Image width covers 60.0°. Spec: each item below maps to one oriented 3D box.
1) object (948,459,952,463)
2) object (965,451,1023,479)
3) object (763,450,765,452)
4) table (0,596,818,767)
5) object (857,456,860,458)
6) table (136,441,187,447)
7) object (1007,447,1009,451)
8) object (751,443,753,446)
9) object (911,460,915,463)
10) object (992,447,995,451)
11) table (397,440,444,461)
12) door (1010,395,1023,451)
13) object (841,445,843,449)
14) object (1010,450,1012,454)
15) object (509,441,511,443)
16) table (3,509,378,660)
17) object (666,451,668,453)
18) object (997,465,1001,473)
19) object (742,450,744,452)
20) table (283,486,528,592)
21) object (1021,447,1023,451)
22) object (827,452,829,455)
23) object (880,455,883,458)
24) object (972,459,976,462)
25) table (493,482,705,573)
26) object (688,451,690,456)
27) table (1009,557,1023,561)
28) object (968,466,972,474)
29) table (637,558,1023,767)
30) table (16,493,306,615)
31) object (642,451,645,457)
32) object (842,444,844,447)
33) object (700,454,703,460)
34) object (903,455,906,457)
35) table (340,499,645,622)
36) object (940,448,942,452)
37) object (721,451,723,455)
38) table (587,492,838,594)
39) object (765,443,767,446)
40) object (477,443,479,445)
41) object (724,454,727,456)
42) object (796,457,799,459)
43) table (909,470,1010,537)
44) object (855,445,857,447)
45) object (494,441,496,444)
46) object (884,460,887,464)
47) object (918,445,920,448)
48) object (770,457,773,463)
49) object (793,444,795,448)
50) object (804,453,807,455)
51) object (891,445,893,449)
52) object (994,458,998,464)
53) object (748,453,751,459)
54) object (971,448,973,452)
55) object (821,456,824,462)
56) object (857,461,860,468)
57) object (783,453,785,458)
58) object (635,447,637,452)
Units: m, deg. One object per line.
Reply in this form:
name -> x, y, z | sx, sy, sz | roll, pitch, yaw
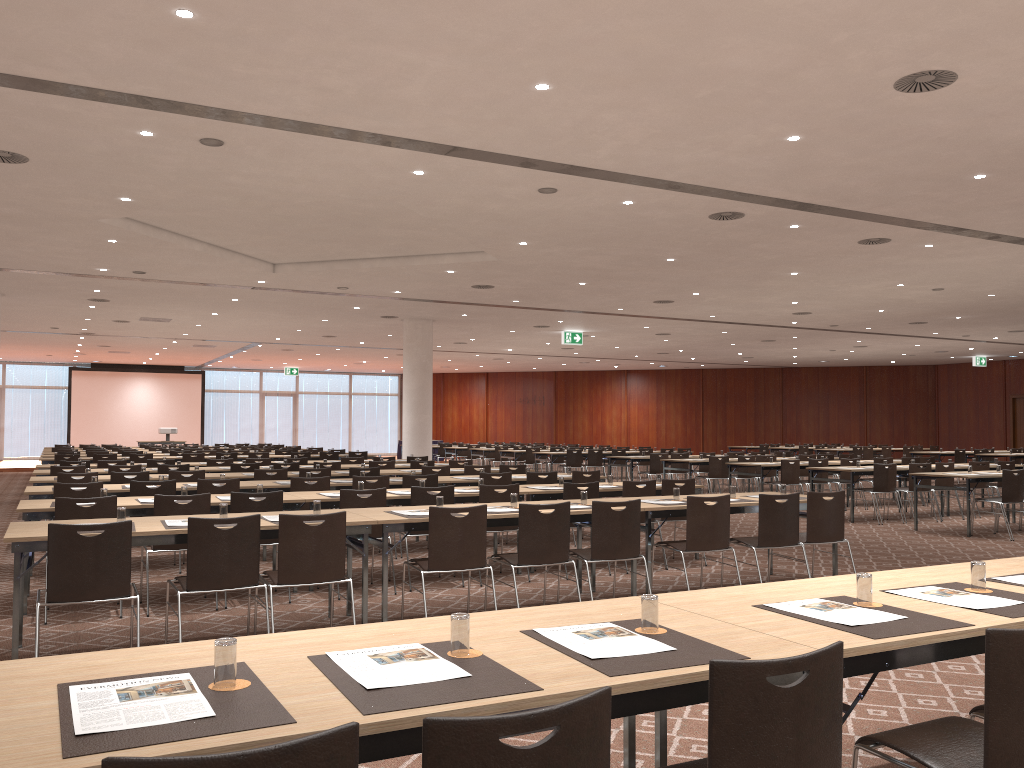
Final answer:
object -> 7.717, 1.379, 15.621 | 0.054, 0.114, 0.054 | -1, -3, 29
object -> 14.297, 2.374, 25.802 | 2.267, 0.832, 0.953 | 2, -3, -27
object -> 6.130, 1.663, 21.557 | 0.054, 0.114, 0.054 | 0, -2, 6
table -> -0.309, 1.190, 2.481 | 2.267, 0.832, 0.953 | 2, -3, -27
object -> 6.809, 1.463, 17.408 | 0.054, 0.114, 0.054 | 0, -2, 6
table -> -12.240, 2.415, 30.948 | 1.540, 0.832, 0.953 | 2, -3, -27
object -> 14.461, 1.899, 25.851 | 0.054, 0.114, 0.054 | -1, -3, 29
object -> 8.430, 2.139, 31.179 | 0.054, 0.114, 0.054 | -1, -3, 29
object -> 6.868, 1.355, 15.188 | 0.054, 0.114, 0.054 | 2, -3, -38
object -> 13.881, 1.884, 25.568 | 0.054, 0.114, 0.054 | -1, -3, 29
table -> -3.623, 2.658, 35.372 | 1.712, 0.832, 1.042 | 2, -3, -27
door -> 18.715, 1.714, 31.138 | 0.200, 2.698, 2.423 | 1, -3, -27
object -> 10.273, 1.972, 27.629 | 0.054, 0.114, 0.054 | 0, -2, 6
object -> 12.794, 1.742, 22.738 | 0.054, 0.114, 0.054 | -1, -3, 29
object -> -0.070, 2.226, 33.546 | 0.054, 0.114, 0.054 | -1, -3, 29
table -> -2.163, 1.359, 6.071 | 2.267, 0.832, 0.953 | 2, -3, -27
object -> 3.532, 1.589, 20.217 | 0.054, 0.114, 0.054 | 2, -3, -38
object -> 7.195, 1.255, 13.110 | 0.054, 0.114, 0.054 | 2, -3, -38
object -> 5.539, 1.646, 21.256 | 0.054, 0.114, 0.054 | 0, -2, 6
table -> -1.063, 1.500, 8.887 | 2.267, 0.832, 0.953 | 2, -3, -27
object -> 15.036, 1.916, 26.161 | 0.054, 0.114, 0.054 | -1, -3, 29
object -> 7.049, 1.580, 19.782 | 0.054, 0.114, 0.054 | -1, -3, 29
object -> 7.384, 1.480, 17.709 | 0.054, 0.114, 0.054 | 0, -2, 6
object -> 8.294, 1.396, 15.922 | 0.054, 0.114, 0.054 | -1, -3, 29
table -> 0.954, 1.557, 9.927 | 2.267, 0.832, 0.953 | 2, -3, -27
object -> 4.096, 1.606, 20.520 | 0.054, 0.114, 0.054 | 2, -3, -38
table -> 3.725, 1.305, 4.560 | 2.267, 0.832, 0.953 | 2, -3, -27
object -> 6.622, 1.239, 12.820 | 0.054, 0.114, 0.054 | 2, -3, -38
table -> 1.708, 1.247, 3.521 | 2.267, 0.832, 0.953 | 2, -3, -27
table -> -3.080, 1.442, 7.847 | 2.267, 0.832, 0.953 | 2, -3, -27
object -> 2.954, 1.573, 19.933 | 0.054, 0.114, 0.054 | 2, -3, -38
object -> 11.364, 2.113, 30.440 | 0.054, 0.114, 0.054 | -1, -3, 29
object -> 3.876, 1.489, 18.143 | 0.054, 0.114, 0.054 | 2, -3, -38
object -> 7.966, 1.496, 18.006 | 0.054, 0.114, 0.054 | 0, -2, 6
table -> -0.146, 1.416, 7.111 | 2.267, 0.832, 0.953 | 2, -3, -27
object -> 11.869, 1.826, 24.518 | 0.054, 0.114, 0.054 | 0, -2, 6
object -> 4.962, 1.630, 20.962 | 0.054, 0.114, 0.054 | 0, -2, 6
table -> 1.871, 1.473, 8.151 | 2.267, 0.832, 0.953 | 2, -3, -27
object -> 9.012, 2.156, 31.483 | 0.054, 0.114, 0.054 | -1, -3, 29
object -> -1.173, 2.086, 30.733 | 0.054, 0.114, 0.054 | 2, -3, -38
object -> 4.446, 1.506, 18.452 | 0.054, 0.114, 0.054 | 2, -3, -38
object -> 5.357, 1.422, 16.665 | 0.054, 0.114, 0.054 | 1, -2, -16
table -> 7.030, 1.729, 13.060 | 2.267, 0.832, 0.953 | 2, -3, -27
object -> 10.837, 1.989, 27.934 | 0.054, 0.114, 0.054 | 0, -2, 6
object -> -0.640, 2.210, 33.249 | 0.054, 0.114, 0.054 | -1, -3, 29
object -> 6.271, 1.339, 14.891 | 0.054, 0.114, 0.054 | 2, -3, -38
object -> 13.438, 2.062, 29.262 | 0.054, 0.114, 0.054 | -1, -3, 29
object -> 4.786, 1.406, 16.364 | 0.054, 0.114, 0.054 | 1, -2, -16
object -> 9.348, 2.056, 29.413 | 0.054, 0.114, 0.054 | 0, -2, 6
object -> 6.455, 1.563, 19.483 | 0.054, 0.114, 0.054 | -1, -3, 29
object -> 12.292, 2.029, 28.662 | 0.054, 0.114, 0.054 | -1, -3, 29
object -> 8.863, 1.413, 16.234 | 0.054, 0.114, 0.054 | -1, -3, 29
object -> 5.025, 1.522, 18.740 | 0.054, 0.114, 0.054 | 2, -3, -38
object -> 13.025, 1.859, 25.114 | 0.054, 0.114, 0.054 | 0, -2, 6
object -> 5.935, 1.438, 16.954 | 0.054, 0.114, 0.054 | 1, -2, -16
object -> 5.698, 1.322, 14.585 | 0.054, 0.114, 0.054 | 2, -3, -38
object -> 5.886, 1.547, 19.187 | 0.054, 0.114, 0.054 | -1, -3, 29
object -> 3.360, 1.777, 24.079 | 0.054, 0.114, 0.054 | 0, -2, 6
